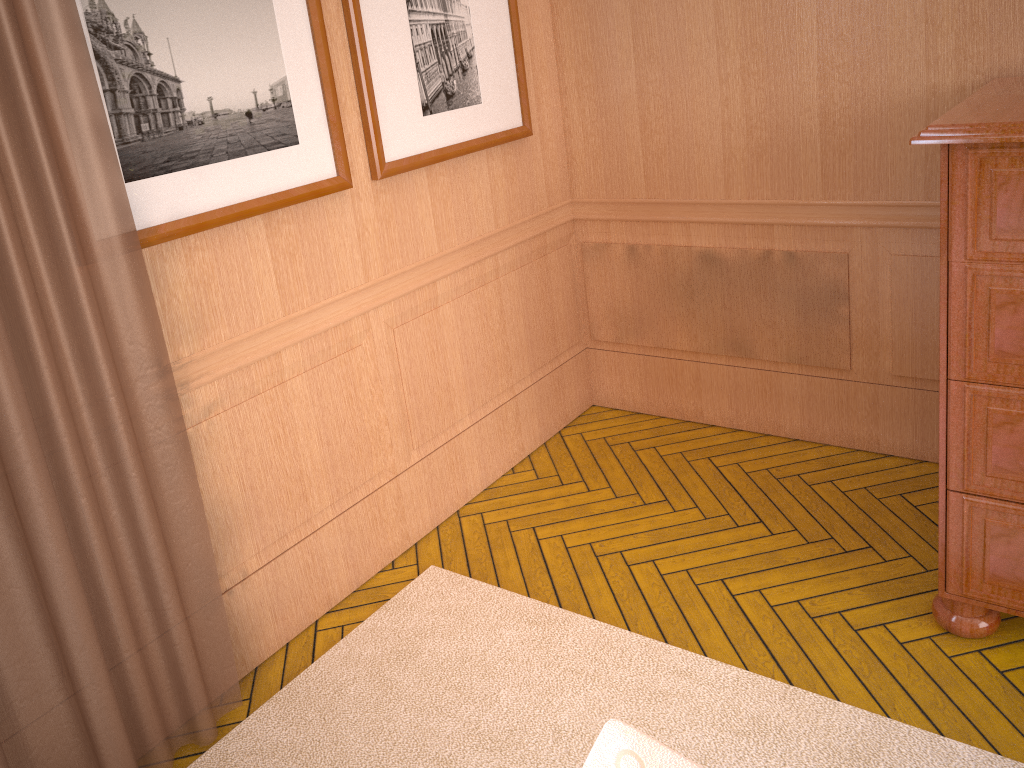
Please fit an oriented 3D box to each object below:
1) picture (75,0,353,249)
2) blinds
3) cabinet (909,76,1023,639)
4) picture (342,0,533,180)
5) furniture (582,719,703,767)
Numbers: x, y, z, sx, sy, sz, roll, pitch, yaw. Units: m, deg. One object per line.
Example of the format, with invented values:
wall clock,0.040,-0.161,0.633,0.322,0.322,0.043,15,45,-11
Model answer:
picture,-1.148,-1.204,3.230,0.048,1.210,1.287,4,22,36
blinds,-1.737,-0.705,2.285,0.267,4.641,1.489,4,20,35
cabinet,2.908,-0.004,2.789,2.783,1.882,1.457,8,23,36
picture,-0.334,-1.737,4.303,0.048,1.210,1.287,4,22,36
furniture,0.471,1.577,0.918,1.959,0.872,2.011,7,25,33
